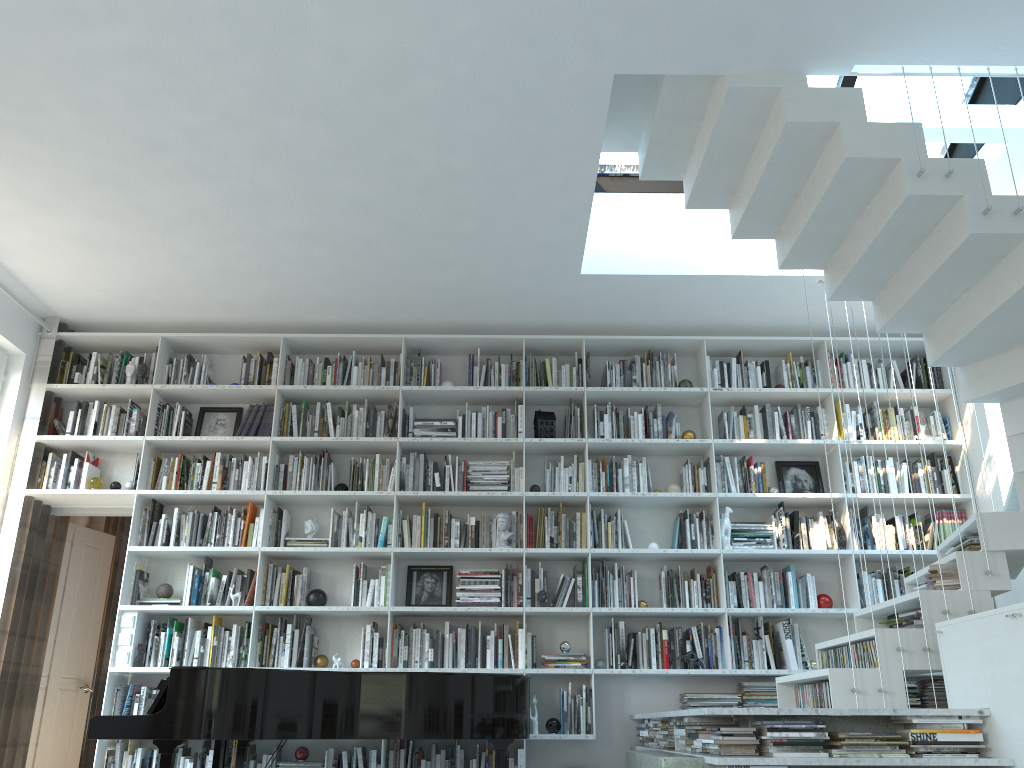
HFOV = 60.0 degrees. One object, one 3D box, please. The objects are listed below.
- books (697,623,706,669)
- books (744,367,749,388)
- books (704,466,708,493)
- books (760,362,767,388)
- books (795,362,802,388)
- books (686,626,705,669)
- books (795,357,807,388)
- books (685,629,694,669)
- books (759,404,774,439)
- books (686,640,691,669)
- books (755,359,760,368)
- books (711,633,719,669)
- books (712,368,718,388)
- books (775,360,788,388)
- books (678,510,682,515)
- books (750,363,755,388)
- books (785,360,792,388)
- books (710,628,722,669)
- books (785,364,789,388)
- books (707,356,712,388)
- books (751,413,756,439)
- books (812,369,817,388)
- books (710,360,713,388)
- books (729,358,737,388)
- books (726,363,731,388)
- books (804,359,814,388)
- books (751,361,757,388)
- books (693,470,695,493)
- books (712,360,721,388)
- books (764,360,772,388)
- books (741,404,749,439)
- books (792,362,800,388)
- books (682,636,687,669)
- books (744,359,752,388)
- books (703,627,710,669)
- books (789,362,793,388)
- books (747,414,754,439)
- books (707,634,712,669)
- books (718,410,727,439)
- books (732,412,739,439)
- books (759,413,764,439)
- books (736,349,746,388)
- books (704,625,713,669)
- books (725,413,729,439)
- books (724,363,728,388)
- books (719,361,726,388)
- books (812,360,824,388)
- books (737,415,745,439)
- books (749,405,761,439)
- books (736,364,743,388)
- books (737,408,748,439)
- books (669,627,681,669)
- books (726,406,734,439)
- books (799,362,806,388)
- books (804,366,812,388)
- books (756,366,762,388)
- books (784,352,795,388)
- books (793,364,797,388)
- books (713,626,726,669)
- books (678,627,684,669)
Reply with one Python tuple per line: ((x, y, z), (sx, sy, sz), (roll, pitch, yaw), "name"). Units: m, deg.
((1.205, 1.676, 5.644), (0.013, 0.292, 0.135), (0, -21, 0), "books")
((1.640, 0.004, 6.283), (0.030, 0.219, 0.133), (0, -21, 0), "books")
((1.305, 0.685, 6.020), (0.013, 0.220, 0.156), (0, -21, 0), "books")
((1.772, -0.011, 6.289), (0.012, 0.253, 0.161), (0, -21, 0), "books")
((2.016, -0.012, 6.289), (0.017, 0.256, 0.147), (0, -21, 0), "books")
((1.164, 1.686, 5.630), (0.070, 0.265, 0.186), (0, -21, 0), "books")
((2.052, -0.032, 6.295), (0.020, 0.298, 0.131), (0, -21, 0), "books")
((1.125, 1.695, 5.632), (0.012, 0.248, 0.165), (0, -21, 0), "books")
((1.740, 0.304, 6.106), (0.032, 0.264, 0.246), (0, -21, 0), "books")
((1.107, 1.726, 5.618), (0.025, 0.180, 0.169), (0, -21, 0), "books")
((1.741, -0.022, 6.296), (0.012, 0.278, 0.153), (0, -21, 0), "books")
((1.270, 1.701, 5.617), (0.025, 0.227, 0.176), (0, -21, 0), "books")
((1.419, 0.010, 6.247), (0.022, 0.181, 0.190), (0, -21, 0), "books")
((1.905, -0.020, 6.267), (0.019, 0.255, 0.170), (0, -21, 0), "books")
((1.132, 0.998, 5.910), (0.016, 0.289, 0.135), (0, -21, 0), "books")
((1.680, -0.010, 6.268), (0.022, 0.235, 0.173), (0, -21, 0), "books")
((1.939, -0.015, 6.275), (0.016, 0.251, 0.189), (0, -21, 0), "books")
((1.296, 1.690, 5.629), (0.026, 0.257, 0.157), (0, -21, 0), "books")
((1.919, -0.002, 6.264), (0.008, 0.219, 0.183), (0, -21, 0), "books")
((1.379, -0.036, 6.285), (0.028, 0.293, 0.151), (0, -21, 0), "books")
((1.661, 0.340, 6.159), (0.024, 0.235, 0.147), (0, -21, 0), "books")
((2.130, 0.013, 6.289), (0.031, 0.210, 0.132), (0, -21, 0), "books")
((1.400, -0.018, 6.288), (0.014, 0.263, 0.140), (0, -21, 0), "books")
((1.557, -0.029, 6.279), (0.048, 0.277, 0.150), (0, -21, 0), "books")
((1.519, -0.009, 6.290), (0.027, 0.248, 0.140), (0, -21, 0), "books")
((2.102, -0.021, 6.295), (0.025, 0.278, 0.136), (0, -21, 0), "books")
((1.701, -0.015, 6.279), (0.021, 0.253, 0.152), (0, -21, 0), "books")
((1.223, 0.687, 6.037), (0.011, 0.227, 0.132), (0, -21, 0), "books")
((1.442, -0.018, 6.270), (0.025, 0.249, 0.178), (0, -21, 0), "books")
((1.793, -0.017, 6.277), (0.030, 0.256, 0.165), (0, -21, 0), "books")
((1.613, 0.307, 6.157), (0.011, 0.295, 0.163), (0, -21, 0), "books")
((1.992, -0.014, 6.273), (0.031, 0.247, 0.165), (0, -21, 0), "books")
((1.083, 1.714, 5.629), (0.022, 0.210, 0.136), (0, -21, 0), "books")
((1.662, -0.023, 6.271), (0.014, 0.261, 0.169), (0, -21, 0), "books")
((1.222, 1.690, 5.640), (0.021, 0.263, 0.150), (0, -21, 0), "books")
((1.955, -0.013, 6.289), (0.017, 0.258, 0.136), (0, -21, 0), "books")
((1.634, 0.340, 6.144), (0.030, 0.223, 0.158), (0, -21, 0), "books")
((1.239, 1.707, 5.621), (0.013, 0.219, 0.169), (0, -21, 0), "books")
((1.460, 0.327, 6.152), (0.012, 0.253, 0.161), (0, -21, 0), "books")
((1.543, 0.331, 6.158), (0.026, 0.249, 0.131), (0, -21, 0), "books")
((1.711, 0.335, 6.150), (0.025, 0.237, 0.143), (0, -21, 0), "books")
((1.618, -0.057, 6.280), (0.014, 0.330, 0.181), (0, -21, 0), "books")
((1.252, 1.687, 5.656), (0.012, 0.281, 0.144), (0, -21, 0), "books")
((1.473, 0.334, 6.147), (0.013, 0.235, 0.142), (0, -21, 0), "books")
((1.493, -0.007, 6.270), (0.024, 0.230, 0.169), (0, -21, 0), "books")
((1.468, -0.015, 6.264), (0.026, 0.241, 0.185), (0, -21, 0), "books")
((2.159, -0.019, 6.278), (0.026, 0.262, 0.163), (0, -21, 0), "books")
((1.569, 0.343, 6.129), (0.025, 0.207, 0.176), (0, -21, 0), "books")
((1.686, 0.308, 6.149), (0.026, 0.287, 0.157), (0, -21, 0), "books")
((1.596, -0.006, 6.272), (0.030, 0.230, 0.149), (0, -21, 0), "books")
((1.595, 0.320, 6.142), (0.026, 0.260, 0.168), (0, -21, 0), "books")
((1.034, 1.687, 5.630), (0.026, 0.261, 0.174), (0, -21, 0), "books")
((1.505, 0.313, 6.155), (0.051, 0.281, 0.167), (0, -21, 0), "books")
((2.033, -0.009, 6.265), (0.018, 0.234, 0.187), (0, -21, 0), "books")
((2.076, 0.005, 6.266), (0.029, 0.209, 0.170), (0, -21, 0), "books")
((1.724, 0.004, 6.257), (0.024, 0.201, 0.190), (0, -21, 0), "books")
((1.967, -0.047, 6.287), (0.007, 0.319, 0.166), (0, -21, 0), "books")
((1.974, -0.006, 6.262), (0.007, 0.225, 0.171), (0, -21, 0), "books")
((1.321, 1.683, 5.632), (0.025, 0.271, 0.172), (0, -21, 0), "books")
((1.060, 1.689, 5.637), (0.026, 0.262, 0.170), (0, -21, 0), "books")
